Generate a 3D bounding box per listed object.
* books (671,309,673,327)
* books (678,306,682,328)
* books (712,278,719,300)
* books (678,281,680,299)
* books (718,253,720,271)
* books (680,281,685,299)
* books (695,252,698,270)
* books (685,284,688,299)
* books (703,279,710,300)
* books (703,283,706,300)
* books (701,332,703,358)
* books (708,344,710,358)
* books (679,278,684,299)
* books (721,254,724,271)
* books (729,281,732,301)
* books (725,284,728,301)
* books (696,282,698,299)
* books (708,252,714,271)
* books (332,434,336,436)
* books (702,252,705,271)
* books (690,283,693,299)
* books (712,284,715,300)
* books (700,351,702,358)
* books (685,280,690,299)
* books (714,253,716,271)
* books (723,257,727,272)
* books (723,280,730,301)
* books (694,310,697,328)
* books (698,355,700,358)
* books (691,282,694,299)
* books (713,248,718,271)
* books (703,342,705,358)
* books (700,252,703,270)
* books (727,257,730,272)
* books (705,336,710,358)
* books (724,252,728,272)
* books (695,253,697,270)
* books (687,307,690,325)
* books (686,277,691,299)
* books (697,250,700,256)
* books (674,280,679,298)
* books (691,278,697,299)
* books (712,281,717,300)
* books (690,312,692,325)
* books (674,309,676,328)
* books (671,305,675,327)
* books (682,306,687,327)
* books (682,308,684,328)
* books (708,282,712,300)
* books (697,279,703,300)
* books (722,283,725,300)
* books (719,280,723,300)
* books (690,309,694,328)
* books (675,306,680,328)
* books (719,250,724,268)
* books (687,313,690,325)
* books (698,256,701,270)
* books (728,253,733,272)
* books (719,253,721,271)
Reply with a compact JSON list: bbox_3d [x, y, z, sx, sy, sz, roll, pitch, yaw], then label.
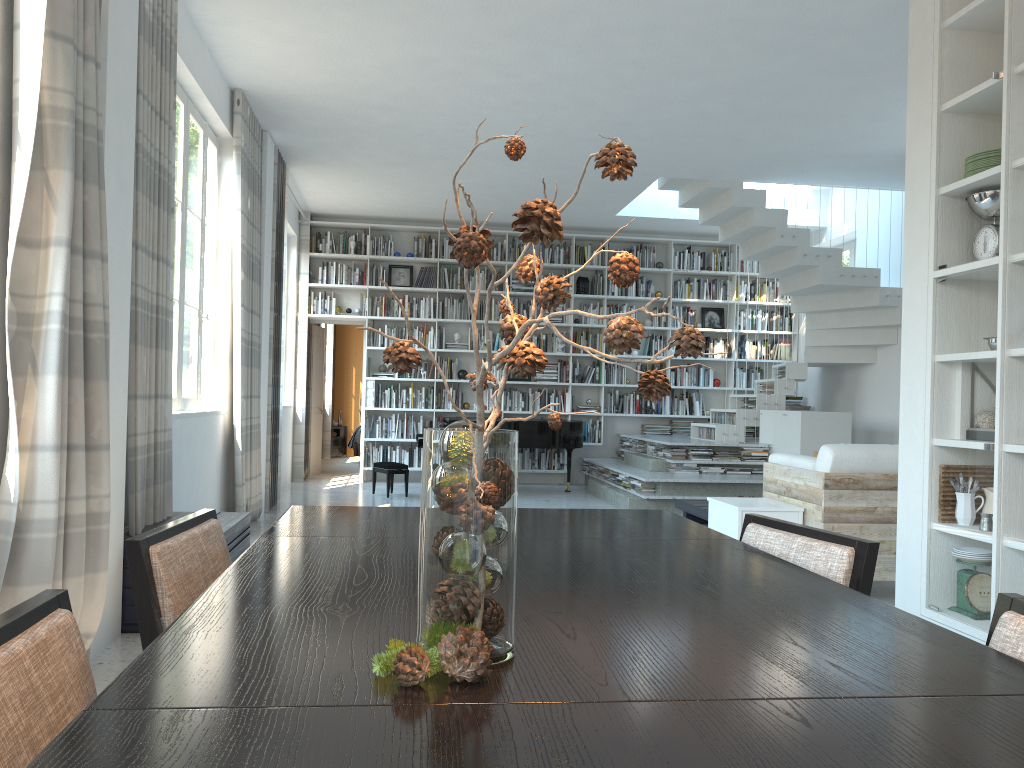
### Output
[{"bbox_3d":[2.035,-0.834,11.388,0.030,0.253,0.128,2,0,-7],"label":"books"},{"bbox_3d":[2.151,-0.846,11.392,0.012,0.285,0.159,2,0,-7],"label":"books"},{"bbox_3d":[2.621,-1.205,11.424,0.022,0.294,0.181,2,-1,-7],"label":"books"},{"bbox_3d":[2.119,-1.190,11.379,0.013,0.236,0.141,2,-1,-7],"label":"books"},{"bbox_3d":[2.643,-1.549,11.437,0.031,0.248,0.164,2,-1,-7],"label":"books"},{"bbox_3d":[2.188,-1.195,11.397,0.026,0.250,0.130,2,0,-7],"label":"books"},{"bbox_3d":[2.355,-1.559,11.409,0.021,0.254,0.151,2,-1,-7],"label":"books"},{"bbox_3d":[2.216,-1.173,11.377,0.025,0.207,0.175,2,-1,-7],"label":"books"},{"bbox_3d":[2.503,-1.202,11.431,0.048,0.283,0.162,2,0,-7],"label":"books"},{"bbox_3d":[2.451,-1.178,11.398,0.030,0.230,0.187,2,-1,-7],"label":"books"},{"bbox_3d":[2.420,-0.498,11.397,0.010,0.339,0.180,2,0,-7],"label":"books"},{"bbox_3d":[2.526,-0.463,11.450,0.010,0.278,0.129,2,0,-7],"label":"books"},{"bbox_3d":[2.151,-1.212,11.383,0.051,0.282,0.166,2,0,-7],"label":"books"},{"bbox_3d":[2.685,-1.541,11.436,0.018,0.235,0.186,2,-1,-7],"label":"books"},{"bbox_3d":[2.796,-1.185,11.459,0.031,0.265,0.169,2,-1,-7],"label":"books"},{"bbox_3d":[2.743,-1.171,11.458,0.022,0.234,0.158,2,-1,-7],"label":"books"},{"bbox_3d":[2.355,-1.184,11.410,0.025,0.238,0.142,2,-1,-7],"label":"books"},{"bbox_3d":[2.559,-1.555,11.420,0.019,0.256,0.169,2,-1,-7],"label":"books"},{"bbox_3d":[-3.068,0.865,14.975,0.128,0.030,0.182,1,-1,15],"label":"books"},{"bbox_3d":[2.446,-1.559,11.417,0.030,0.257,0.165,2,-1,-7],"label":"books"},{"bbox_3d":[2.279,-1.179,11.397,0.030,0.224,0.158,2,-1,-7],"label":"books"},{"bbox_3d":[2.570,-1.168,11.423,0.031,0.217,0.165,2,-1,-7],"label":"books"},{"bbox_3d":[2.409,-0.478,11.397,0.011,0.300,0.184,2,-1,-7],"label":"books"},{"bbox_3d":[2.242,-1.199,11.384,0.026,0.261,0.167,2,-1,-7],"label":"books"},{"bbox_3d":[2.591,-1.552,11.432,0.016,0.252,0.189,2,-1,-7],"label":"books"},{"bbox_3d":[2.726,-1.527,11.447,0.029,0.210,0.169,2,-1,-7],"label":"books"},{"bbox_3d":[2.768,-1.195,11.457,0.026,0.284,0.147,2,0,-7],"label":"books"},{"bbox_3d":[2.328,-0.821,11.392,0.026,0.243,0.178,2,-1,-7],"label":"books"},{"bbox_3d":[2.394,-0.471,11.422,0.012,0.285,0.159,2,0,-7],"label":"books"},{"bbox_3d":[2.304,-1.184,11.415,0.024,0.236,0.146,2,-1,-7],"label":"books"},{"bbox_3d":[2.620,-1.585,11.435,0.007,0.321,0.165,2,0,-7],"label":"books"},{"bbox_3d":[2.438,-0.446,11.407,0.030,0.236,0.179,2,-1,-7],"label":"books"},{"bbox_3d":[2.423,-1.557,11.427,0.012,0.254,0.161,2,-1,-7],"label":"books"},{"bbox_3d":[2.778,-1.526,11.477,0.031,0.211,0.131,2,-1,-7],"label":"books"},{"bbox_3d":[2.495,-0.467,11.419,0.059,0.282,0.167,2,0,-7],"label":"books"},{"bbox_3d":[2.752,-1.561,11.468,0.025,0.279,0.136,2,0,-7],"label":"books"},{"bbox_3d":[2.334,-1.551,11.398,0.022,0.236,0.172,2,-1,-7],"label":"books"},{"bbox_3d":[2.254,-0.844,11.389,0.014,0.285,0.175,2,-1,-7],"label":"books"},{"bbox_3d":[2.259,-1.216,11.395,0.011,0.296,0.162,2,0,-7],"label":"books"},{"bbox_3d":[2.393,-1.570,11.426,0.012,0.279,0.153,2,0,-7],"label":"books"},{"bbox_3d":[2.106,-1.199,11.380,0.012,0.254,0.161,2,-1,-7],"label":"books"},{"bbox_3d":[2.332,-1.210,11.397,0.026,0.288,0.156,2,0,-7],"label":"books"},{"bbox_3d":[2.597,-1.190,11.435,0.023,0.264,0.156,2,0,-7],"label":"books"},{"bbox_3d":[2.275,-0.807,11.396,0.033,0.213,0.152,2,-1,-7],"label":"books"},{"bbox_3d":[2.073,-0.830,11.371,0.011,0.248,0.155,2,-1,-7],"label":"books"},{"bbox_3d":[2.059,-0.857,11.378,0.015,0.301,0.140,2,0,-7],"label":"books"},{"bbox_3d":[2.208,-0.846,11.385,0.012,0.287,0.176,2,-1,-7],"label":"books"},{"bbox_3d":[2.177,-0.837,11.406,0.043,0.269,0.131,2,0,-7],"label":"books"},{"bbox_3d":[2.536,-1.180,11.412,0.014,0.240,0.189,2,-1,-7],"label":"books"},{"bbox_3d":[2.390,-1.198,11.362,0.032,0.265,0.245,2,-1,-7],"label":"books"},{"bbox_3d":[2.705,-1.176,11.444,0.030,0.241,0.162,2,-1,-7],"label":"books"},{"bbox_3d":[2.674,-1.192,11.433,0.036,0.272,0.177,2,-1,-7],"label":"books"},{"bbox_3d":[2.303,-0.826,11.399,0.021,0.253,0.167,2,-1,-7],"label":"books"},{"bbox_3d":[2.110,-0.849,11.381,0.065,0.289,0.146,2,0,-7],"label":"books"},{"bbox_3d":[2.702,-1.572,11.458,0.020,0.299,0.131,2,0,-7],"label":"books"},{"bbox_3d":[2.240,-0.805,11.376,0.013,0.207,0.189,2,-1,-7],"label":"books"},{"bbox_3d":[2.378,-1.533,11.398,0.024,0.202,0.190,2,-1,-7],"label":"books"},{"bbox_3d":[2.809,-1.551,11.459,0.026,0.263,0.163,2,-1,-7],"label":"books"},{"bbox_3d":[2.665,-1.552,11.455,0.017,0.257,0.146,2,0,-7],"label":"books"}]
